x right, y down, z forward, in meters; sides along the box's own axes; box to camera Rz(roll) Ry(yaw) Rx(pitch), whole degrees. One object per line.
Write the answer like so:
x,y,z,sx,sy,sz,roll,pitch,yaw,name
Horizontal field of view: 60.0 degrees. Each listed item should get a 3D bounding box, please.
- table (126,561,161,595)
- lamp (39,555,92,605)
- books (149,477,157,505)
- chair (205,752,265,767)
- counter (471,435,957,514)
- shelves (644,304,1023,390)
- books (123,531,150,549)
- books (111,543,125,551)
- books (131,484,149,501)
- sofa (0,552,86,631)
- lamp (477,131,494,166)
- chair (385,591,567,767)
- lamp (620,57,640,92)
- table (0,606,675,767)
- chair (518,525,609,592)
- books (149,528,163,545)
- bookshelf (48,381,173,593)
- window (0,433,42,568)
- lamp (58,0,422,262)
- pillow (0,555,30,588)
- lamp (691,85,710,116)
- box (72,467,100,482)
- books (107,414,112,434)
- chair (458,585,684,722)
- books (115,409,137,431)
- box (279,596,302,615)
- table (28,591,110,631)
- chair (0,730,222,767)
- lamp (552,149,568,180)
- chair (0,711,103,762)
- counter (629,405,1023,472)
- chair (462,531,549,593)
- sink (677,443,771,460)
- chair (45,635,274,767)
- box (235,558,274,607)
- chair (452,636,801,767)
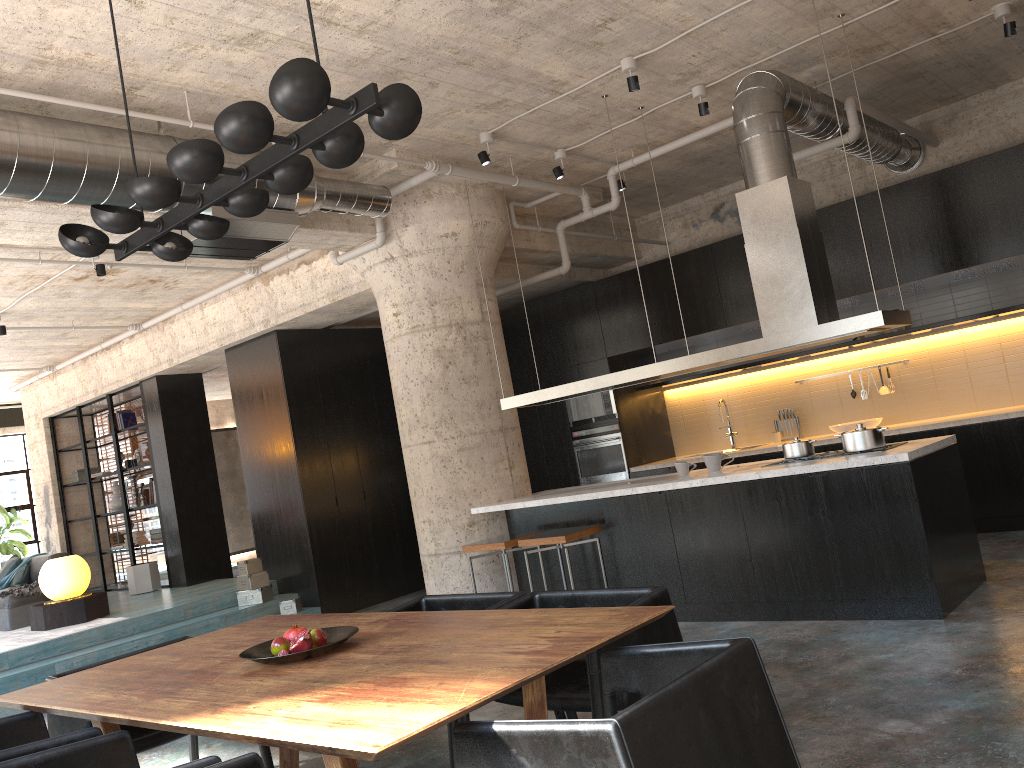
-4.510,2.371,10.855,0.365,0.340,0.316,-9,-5,-19,table
-4.435,1.928,8.799,0.462,0.417,0.462,-9,-5,-21,lamp
-4.628,1.385,11.599,0.256,0.354,0.216,-14,-6,40,books
-0.555,1.248,1.891,0.707,0.738,0.754,-14,-6,40,chair
1.281,0.701,6.546,3.500,0.046,1.000,-14,-6,40,counter
3.241,-0.365,8.825,4.362,0.043,0.403,-14,-6,40,shelves
-5.083,2.105,11.997,0.257,0.188,0.306,-11,-4,6,books
-5.327,2.225,12.197,0.319,0.068,0.231,-13,-5,32,books
-5.123,1.554,12.284,0.547,0.299,0.147,-14,-6,40,books
-5.615,2.338,10.099,2.063,0.680,1.019,-14,-6,41,sofa
-0.196,-1.801,6.813,0.145,0.236,0.107,-12,-5,24,lamp
-0.278,1.355,3.954,0.707,0.738,0.754,-14,-6,40,chair
0.790,-2.049,5.904,0.107,0.236,0.145,-12,-5,24,lamp
-0.701,1.365,3.213,2.410,0.756,1.299,-14,-6,40,table
0.416,1.448,6.583,0.450,0.698,0.450,-14,-6,40,chair
-4.515,1.969,11.613,0.393,0.197,0.274,-14,-6,40,books
-5.217,1.464,12.050,2.900,2.571,0.628,-14,-6,40,bookshelf
-8.616,2.131,14.823,0.081,2.530,1.780,-14,-6,40,window
-1.200,-1.333,3.413,1.813,1.327,0.583,-14,-6,40,lamp
-5.737,2.161,10.126,0.320,0.393,0.670,-6,-6,-43,pillow
1.413,-2.106,6.630,0.107,0.236,0.145,-12,-5,24,lamp
-6.029,1.286,12.567,0.306,0.157,0.312,-7,-6,-39,box
-5.368,0.541,12.064,0.231,0.290,0.216,-14,-6,40,books
0.259,1.221,3.472,0.707,0.738,0.754,-14,-6,40,chair
-5.188,0.493,11.902,0.258,0.298,0.221,-14,-6,40,books
-2.217,2.226,8.888,0.172,0.140,0.187,-10,-4,3,box
-4.504,2.277,8.889,1.044,0.230,0.616,-14,-6,40,table
-1.153,1.394,2.391,0.754,0.738,0.707,-6,-6,-44,chair
0.411,-1.857,7.520,0.145,0.236,0.107,-12,-5,24,lamp
-1.745,1.545,2.977,0.754,0.738,0.707,-6,-6,-44,chair
3.217,0.552,8.540,4.360,0.142,1.000,-14,-6,40,counter
-0.017,1.550,6.898,0.450,0.698,0.450,-14,-6,40,chair
2.263,0.784,9.445,0.890,0.134,0.458,-14,-6,40,sink
-1.610,1.599,4.019,0.754,0.738,0.707,-14,-6,40,chair
-2.629,2.002,9.000,0.331,0.441,0.280,-13,-5,30,box
0.334,1.121,2.321,0.754,0.738,0.707,-14,-6,40,chair
